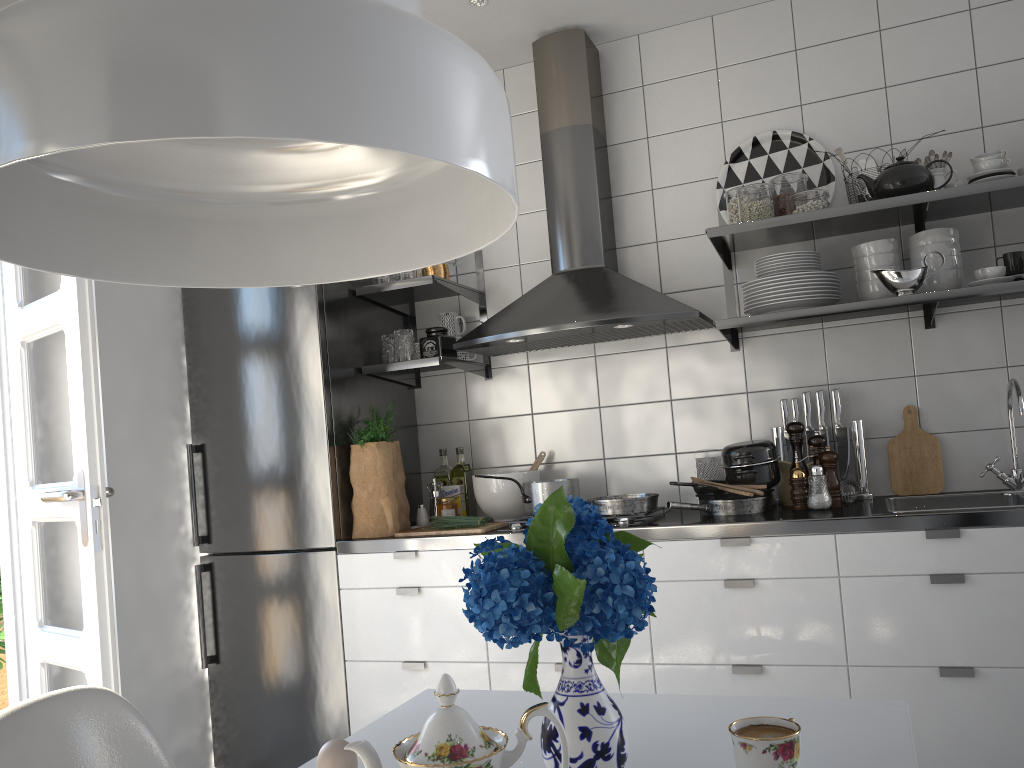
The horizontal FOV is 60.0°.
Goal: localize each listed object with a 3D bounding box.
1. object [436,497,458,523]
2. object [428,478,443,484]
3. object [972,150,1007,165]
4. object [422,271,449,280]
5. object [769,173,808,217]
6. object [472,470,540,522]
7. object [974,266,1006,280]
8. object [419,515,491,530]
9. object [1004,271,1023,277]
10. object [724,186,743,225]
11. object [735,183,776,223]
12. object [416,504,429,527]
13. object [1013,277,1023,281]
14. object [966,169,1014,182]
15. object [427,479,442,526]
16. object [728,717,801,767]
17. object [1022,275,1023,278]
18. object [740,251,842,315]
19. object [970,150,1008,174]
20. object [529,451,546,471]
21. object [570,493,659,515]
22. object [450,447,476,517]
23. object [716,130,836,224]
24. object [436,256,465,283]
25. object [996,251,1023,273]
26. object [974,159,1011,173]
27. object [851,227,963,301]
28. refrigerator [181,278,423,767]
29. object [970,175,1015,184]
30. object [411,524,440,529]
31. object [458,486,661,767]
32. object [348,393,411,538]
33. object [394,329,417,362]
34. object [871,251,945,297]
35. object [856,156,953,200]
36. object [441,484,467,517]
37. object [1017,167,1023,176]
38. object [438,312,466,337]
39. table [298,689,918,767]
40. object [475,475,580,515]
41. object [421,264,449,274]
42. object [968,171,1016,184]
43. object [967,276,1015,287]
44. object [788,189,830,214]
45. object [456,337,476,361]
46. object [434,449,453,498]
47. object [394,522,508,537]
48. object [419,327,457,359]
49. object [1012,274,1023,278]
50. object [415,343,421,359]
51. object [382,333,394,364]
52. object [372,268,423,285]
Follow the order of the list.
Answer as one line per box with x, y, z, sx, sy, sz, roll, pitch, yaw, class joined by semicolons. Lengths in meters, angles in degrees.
-0.236;0.466;3.240;0.078;0.101;0.078;-4;-3;-12;object
-0.288;0.444;3.361;0.059;0.172;0.059;-4;-3;-19;object
1.368;-0.639;2.540;0.083;0.067;0.078;-7;-4;36;object
-0.277;-0.385;3.236;0.100;0.036;0.100;-8;-5;41;object
0.898;-0.582;2.855;0.121;0.170;0.121;-7;-4;41;object
-0.016;0.414;3.262;0.247;0.175;0.248;-3;-4;-28;object
1.366;-0.305;2.527;0.079;0.047;0.083;-6;-4;14;object
-0.211;0.467;2.985;0.277;0.053;0.142;-8;-5;37;object
1.491;-0.315;2.623;0.121;0.023;0.121;-5;-4;2;object
0.776;-0.563;2.958;0.121;0.170;0.121;-7;-4;41;object
0.771;-0.555;2.795;0.121;0.130;0.121;-5;-3;7;object
-0.331;0.485;3.267;0.046;0.084;0.046;-5;-3;-1;object
1.493;-0.296;2.620;0.121;0.021;0.121;-2;-5;-34;object
1.371;-0.589;2.540;0.121;0.024;0.121;-6;-5;17;object
-0.283;0.439;3.295;0.059;0.172;0.059;-4;-3;-19;object
0.285;0.428;0.987;0.078;0.095;0.091;-6;-3;15;object
1.483;-0.299;2.456;0.121;0.021;0.121;-7;-5;26;object
0.884;-0.307;2.823;0.306;0.194;0.301;-7;-4;26;object
1.468;-0.631;2.709;0.115;0.151;0.128;-2;-4;-42;object
0.036;0.372;3.273;0.221;0.232;0.081;-4;-3;-18;object
0.298;0.385;2.851;0.351;0.060;0.232;-5;-4;0;object
-0.182;0.382;3.384;0.090;0.281;0.082;-6;-3;21;object
0.903;-0.678;3.047;0.395;0.393;0.053;-6;-3;22;object
-0.290;-0.476;3.426;0.193;0.244;0.206;-6;-3;19;object
1.485;-0.349;2.630;0.055;0.078;0.071;-4;-3;-18;object
1.370;-0.610;2.539;0.079;0.049;0.082;-4;-4;-6;object
1.230;-0.352;2.762;0.310;0.216;0.150;-6;-3;19;object
-0.749;0.506;3.342;0.577;1.797;0.694;-6;-3;21;refrigerator
1.376;-0.570;2.538;0.121;0.021;0.121;-7;-5;26;object
-0.244;0.521;3.317;0.180;0.008;0.272;-6;-5;21;object
0.068;0.315;1.117;0.266;0.376;0.236;-6;-3;23;object
-0.470;0.282;3.102;0.174;0.508;0.283;-5;-3;9;object
-0.388;-0.135;3.199;0.086;0.119;0.086;-6;-3;18;object
1.171;-0.317;2.618;0.210;0.134;0.102;-5;-3;4;object
1.168;-0.606;2.639;0.177;0.142;0.200;-3;-4;-27;object
-0.219;0.453;3.345;0.077;0.140;0.044;-6;-3;21;object
1.502;-0.601;2.553;0.079;0.047;0.082;-7;-5;34;object
-0.237;-0.222;3.410;0.083;0.100;0.109;-3;-4;-34;object
-0.089;0.810;0.626;0.815;0.659;1.827;-6;-4;21;table
0.073;0.374;3.057;0.347;0.153;0.200;-3;-4;-29;object
-0.281;-0.407;3.237;0.099;0.048;0.100;-1;-6;-45;object
1.375;-0.580;2.538;0.121;0.021;0.121;-7;-5;26;object
1.368;-0.284;2.528;0.121;0.021;0.121;-6;-5;19;object
0.916;-0.547;2.729;0.121;0.079;0.121;-5;-4;7;object
-0.196;-0.126;3.396;0.108;0.100;0.083;-5;-3;11;object
-0.256;0.391;3.419;0.066;0.282;0.066;-5;-2;16;object
-0.203;0.490;2.985;0.330;0.012;0.220;-6;-5;21;object
-0.270;-0.144;3.232;0.100;0.122;0.100;-7;-4;31;object
1.493;-0.306;2.620;0.121;0.023;0.121;-4;-4;-7;object
-0.362;-0.106;3.479;0.083;0.100;0.109;-4;-3;-9;object
-0.444;-0.124;3.282;0.086;0.119;0.086;-7;-3;32;object
-0.420;-0.422;3.269;0.190;0.134;0.229;-6;-4;12;object
